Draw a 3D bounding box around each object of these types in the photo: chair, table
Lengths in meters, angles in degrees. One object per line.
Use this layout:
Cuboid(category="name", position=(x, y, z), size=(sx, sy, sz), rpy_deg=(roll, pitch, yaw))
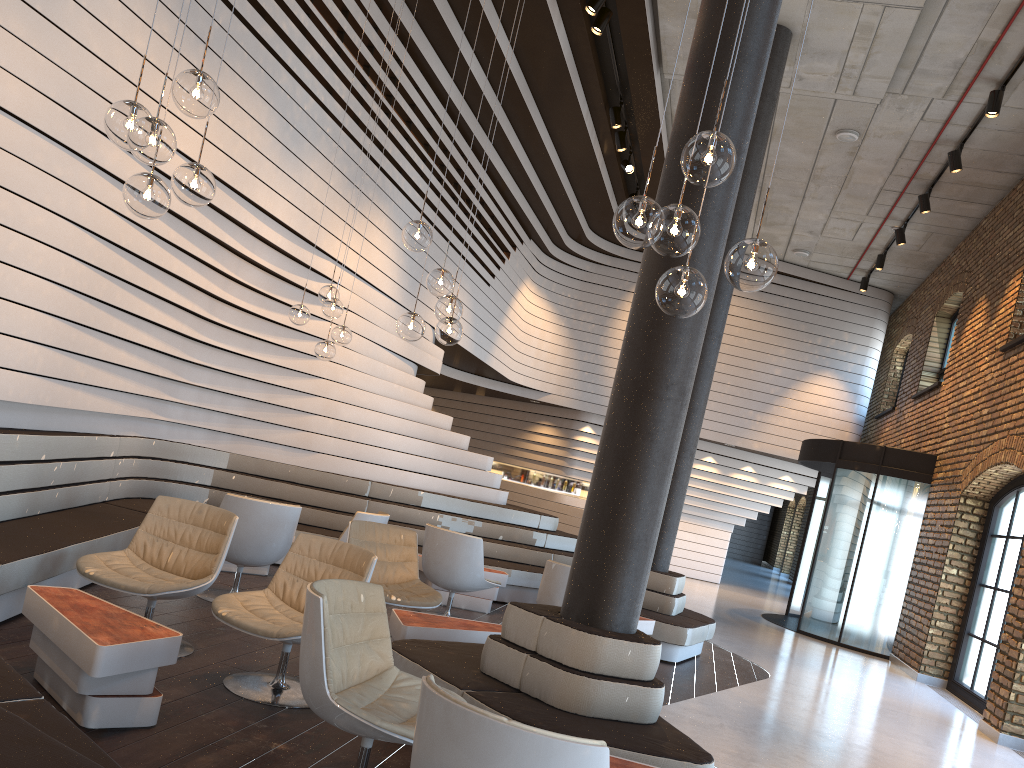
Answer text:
Cuboid(category="chair", position=(-1.890, 1.009, 4.692), size=(0.654, 0.766, 0.715), rpy_deg=(12, -2, 20))
Cuboid(category="table", position=(-0.487, 1.877, 8.209), size=(0.908, 0.370, 0.413), rpy_deg=(14, -3, -14))
Cuboid(category="chair", position=(-1.910, 1.161, 6.292), size=(0.661, 0.766, 0.707), rpy_deg=(14, -2, -33))
Cuboid(category="table", position=(0.701, 2.071, 7.407), size=(0.903, 0.370, 0.416), rpy_deg=(12, -3, 15))
Cuboid(category="table", position=(-2.346, 1.372, 7.403), size=(0.913, 0.370, 0.411), rpy_deg=(17, -4, -39))
Cuboid(category="table", position=(-1.734, 1.152, 3.714), size=(0.416, 0.370, 0.901), rpy_deg=(16, -5, -44))
Cuboid(category="table", position=(-0.427, 1.609, 5.322), size=(0.913, 0.370, 0.411), rpy_deg=(17, -4, -39))
Cuboid(category="chair", position=(0.480, 1.745, 6.665), size=(0.654, 0.766, 0.714), rpy_deg=(12, -2, 14))
Cuboid(category="chair", position=(-0.500, 1.195, 3.335), size=(0.708, 0.766, 0.660), rpy_deg=(12, -2, 16))
Cuboid(category="chair", position=(0.011, 1.223, 2.414), size=(0.653, 0.766, 0.716), rpy_deg=(12, -2, 31))
Cuboid(category="table", position=(0.315, 1.567, 3.148), size=(0.904, 0.370, 0.415), rpy_deg=(12, -3, 6))
Cuboid(category="chair", position=(-0.462, 1.595, 7.343), size=(0.653, 0.766, 0.716), rpy_deg=(12, -2, 29))
Cuboid(category="chair", position=(-0.849, 1.374, 5.989), size=(0.661, 0.766, 0.707), rpy_deg=(14, -3, -37))
Cuboid(category="chair", position=(-1.429, 1.359, 7.188), size=(0.708, 0.766, 0.660), rpy_deg=(12, -2, 13))
Cuboid(category="chair", position=(-1.100, 1.164, 4.421), size=(0.653, 0.766, 0.716), rpy_deg=(12, -2, 33))

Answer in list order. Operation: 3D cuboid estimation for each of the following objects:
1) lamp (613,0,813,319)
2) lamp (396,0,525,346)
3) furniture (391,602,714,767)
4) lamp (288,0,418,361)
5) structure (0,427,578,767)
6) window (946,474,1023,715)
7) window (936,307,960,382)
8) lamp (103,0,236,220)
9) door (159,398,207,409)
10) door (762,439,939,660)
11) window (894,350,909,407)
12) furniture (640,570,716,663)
Cuboid(category="lamp", position=(1.060, -2.502, 2.794), size=(0.545, 4.675, 0.293), rpy_deg=(13, 1, -2))
Cuboid(category="lamp", position=(0.002, -2.538, 4.998), size=(0.308, 4.742, 0.665), rpy_deg=(13, 1, 22))
Cuboid(category="furniture", position=(0.064, 1.441, 4.284), size=(1.279, 0.721, 1.772), rpy_deg=(14, -5, -16))
Cuboid(category="lamp", position=(-1.026, -2.499, 6.936), size=(0.534, 4.714, 0.331), rpy_deg=(13, 1, -25))
Cuboid(category="structure", position=(-2.243, 0.742, 3.629), size=(5.760, 0.926, 18.313), rpy_deg=(12, -5, 10))
Cuboid(category="window", position=(5.080, 2.123, 8.959), size=(0.130, 2.534, 2.367), rpy_deg=(13, -2, 14))
Cuboid(category="window", position=(6.594, -0.547, 13.004), size=(0.125, 1.450, 1.579), rpy_deg=(13, -2, 14))
Cuboid(category="lamp", position=(-0.798, -2.883, 3.250), size=(0.293, 4.675, 0.545), rpy_deg=(13, 1, 9))
Cuboid(category="door", position=(-3.841, 0.436, 10.390), size=(0.968, 2.106, 0.163), rpy_deg=(13, 1, 13))
Cuboid(category="door", position=(5.674, 2.570, 13.204), size=(3.190, 2.851, 3.274), rpy_deg=(12, -3, 20))
Cuboid(category="window", position=(7.214, -0.120, 15.919), size=(0.125, 1.450, 1.579), rpy_deg=(13, -2, 14))
Cuboid(category="furniture", position=(1.370, 2.137, 8.338), size=(1.785, 0.722, 1.269), rpy_deg=(17, -6, -41))
